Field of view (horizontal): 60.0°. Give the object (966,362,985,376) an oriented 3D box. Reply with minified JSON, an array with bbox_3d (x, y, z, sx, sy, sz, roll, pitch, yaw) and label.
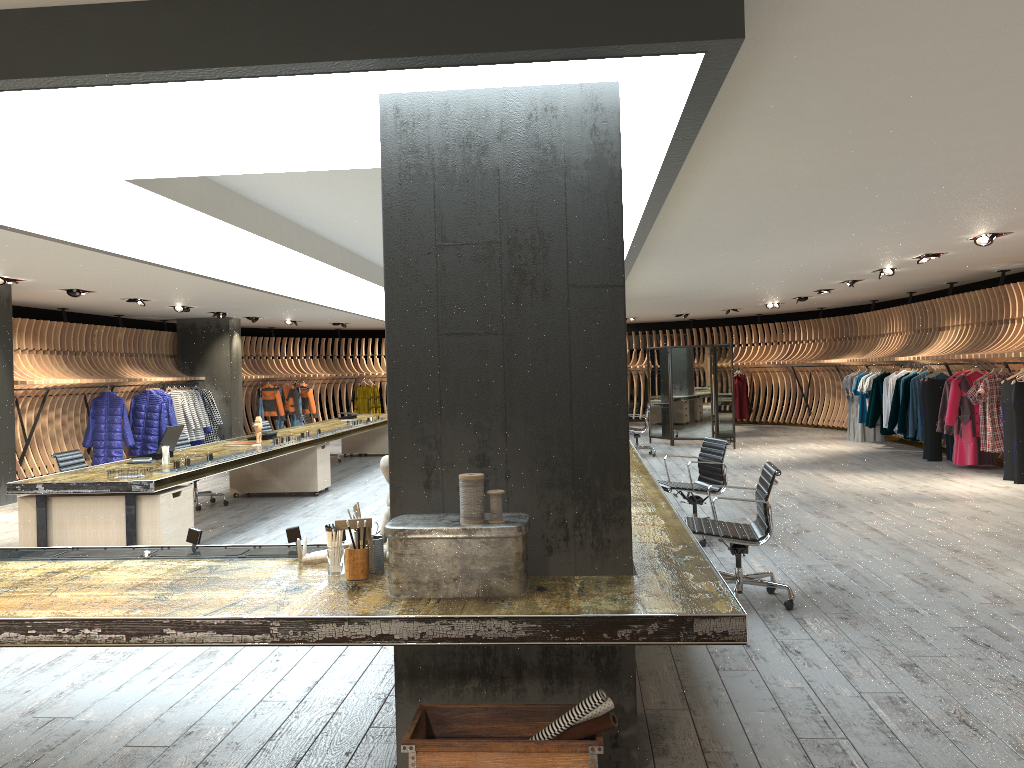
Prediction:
[{"bbox_3d":[6.301,-0.163,12.036,0.525,0.270,0.012,-1,0,15],"label":"object"}]

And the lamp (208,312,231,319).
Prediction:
[{"bbox_3d":[-5.638,-1.408,17.063,0.269,0.292,0.493,-2,1,5],"label":"lamp"}]

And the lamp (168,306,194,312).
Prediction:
[{"bbox_3d":[-5.763,-1.385,15.473,0.269,0.286,0.493,-2,1,5],"label":"lamp"}]

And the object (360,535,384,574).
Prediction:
[{"bbox_3d":[-0.545,0.652,3.392,0.108,0.128,0.108,-1,0,20],"label":"object"}]

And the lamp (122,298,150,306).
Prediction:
[{"bbox_3d":[-5.889,-1.356,13.883,0.269,0.294,0.493,-2,1,5],"label":"lamp"}]

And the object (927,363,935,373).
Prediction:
[{"bbox_3d":[6.403,-0.188,13.545,0.525,0.270,0.012,-1,0,15],"label":"object"}]

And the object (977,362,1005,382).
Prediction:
[{"bbox_3d":[6.228,-0.153,11.391,0.525,0.270,0.012,-2,0,5],"label":"object"}]

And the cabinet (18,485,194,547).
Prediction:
[{"bbox_3d":[-3.196,1.165,7.046,1.131,0.630,0.593,-2,0,5],"label":"cabinet"}]

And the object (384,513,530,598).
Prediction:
[{"bbox_3d":[-0.184,0.593,3.096,0.498,0.239,0.303,-2,0,5],"label":"object"}]

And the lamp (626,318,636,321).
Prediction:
[{"bbox_3d":[2.978,-1.723,22.731,0.492,0.292,0.269,-1,0,37],"label":"lamp"}]

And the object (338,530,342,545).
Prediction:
[{"bbox_3d":[-0.653,0.618,3.347,0.030,0.170,0.007,-2,0,-2],"label":"object"}]

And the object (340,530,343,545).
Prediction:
[{"bbox_3d":[-0.650,0.618,3.356,0.030,0.170,0.007,-1,0,-29],"label":"object"}]

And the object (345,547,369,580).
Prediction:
[{"bbox_3d":[-0.572,0.658,3.274,0.084,0.111,0.083,-2,0,-8],"label":"object"}]

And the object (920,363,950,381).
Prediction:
[{"bbox_3d":[6.386,-0.181,13.247,0.525,0.270,0.012,-1,0,30],"label":"object"}]

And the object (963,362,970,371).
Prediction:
[{"bbox_3d":[6.298,-0.167,12.283,0.525,0.270,0.012,-2,0,5],"label":"object"}]

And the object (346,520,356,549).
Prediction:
[{"bbox_3d":[-0.579,0.604,3.260,0.054,0.207,0.008,-2,0,-12],"label":"object"}]

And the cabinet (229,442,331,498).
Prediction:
[{"bbox_3d":[-2.964,1.098,11.380,1.131,0.630,0.593,-2,0,5],"label":"cabinet"}]

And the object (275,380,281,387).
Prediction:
[{"bbox_3d":[-5.641,0.022,21.368,0.023,0.243,0.549,-2,1,1],"label":"object"}]

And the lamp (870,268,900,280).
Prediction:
[{"bbox_3d":[5.268,-1.639,12.503,0.269,0.301,0.493,-2,1,5],"label":"lamp"}]

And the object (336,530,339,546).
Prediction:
[{"bbox_3d":[-0.661,0.619,3.341,0.030,0.170,0.007,-2,0,25],"label":"object"}]

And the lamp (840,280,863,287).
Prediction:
[{"bbox_3d":[5.393,-1.672,14.093,0.269,0.286,0.493,-2,1,5],"label":"lamp"}]

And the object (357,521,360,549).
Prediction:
[{"bbox_3d":[-0.562,0.604,3.255,0.008,0.207,0.054,-2,0,-8],"label":"object"}]

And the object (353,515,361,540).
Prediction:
[{"bbox_3d":[-0.575,0.605,3.389,0.009,0.222,0.082,-2,0,34],"label":"object"}]

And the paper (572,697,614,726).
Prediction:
[{"bbox_3d":[0.056,1.250,3.029,0.624,0.290,0.041,-2,0,-14],"label":"paper"}]

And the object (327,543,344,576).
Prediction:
[{"bbox_3d":[-0.668,0.664,3.360,0.061,0.111,0.061,-2,0,-7],"label":"object"}]

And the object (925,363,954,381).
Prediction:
[{"bbox_3d":[6.361,-0.178,13.068,0.525,0.270,0.012,-1,0,10],"label":"object"}]

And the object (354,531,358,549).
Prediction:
[{"bbox_3d":[-0.578,0.627,3.305,0.018,0.158,0.011,-2,0,22],"label":"object"}]

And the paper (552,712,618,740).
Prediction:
[{"bbox_3d":[0.012,1.252,3.008,0.723,0.365,0.047,-1,0,24],"label":"paper"}]

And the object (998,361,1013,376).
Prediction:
[{"bbox_3d":[6.206,-0.142,11.179,0.524,0.286,0.015,-2,0,-11],"label":"object"}]

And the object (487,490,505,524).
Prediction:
[{"bbox_3d":[-0.054,0.417,3.020,0.062,0.109,0.062,-2,0,-25],"label":"object"}]

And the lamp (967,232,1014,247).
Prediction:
[{"bbox_3d":[5.016,-1.596,9.324,0.269,0.284,0.493,-2,1,5],"label":"lamp"}]

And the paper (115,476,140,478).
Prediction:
[{"bbox_3d":[-2.971,0.720,6.901,0.176,0.004,0.130,-1,1,11],"label":"paper"}]

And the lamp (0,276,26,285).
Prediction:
[{"bbox_3d":[-6.140,-1.303,10.703,0.269,0.296,0.493,-2,1,5],"label":"lamp"}]

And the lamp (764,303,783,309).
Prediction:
[{"bbox_3d":[5.558,-1.742,18.864,0.269,0.287,0.492,-2,1,-15],"label":"lamp"}]

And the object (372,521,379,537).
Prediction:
[{"bbox_3d":[-0.536,0.612,3.380,0.081,0.198,0.050,-2,0,30],"label":"object"}]

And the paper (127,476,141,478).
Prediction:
[{"bbox_3d":[-2.971,0.721,6.901,0.176,0.004,0.130,-1,1,7],"label":"paper"}]

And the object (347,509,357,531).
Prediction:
[{"bbox_3d":[-0.587,0.595,3.395,0.084,0.240,0.009,-2,0,-18],"label":"object"}]

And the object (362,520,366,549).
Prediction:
[{"bbox_3d":[-0.546,0.603,3.266,0.008,0.207,0.054,-1,0,-30],"label":"object"}]

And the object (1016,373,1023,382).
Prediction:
[{"bbox_3d":[6.139,-0.149,10.248,0.549,0.243,0.023,-1,0,41],"label":"object"}]

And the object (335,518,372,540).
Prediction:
[{"bbox_3d":[-0.596,0.611,3.342,0.138,0.209,0.034,-2,0,-15],"label":"object"}]

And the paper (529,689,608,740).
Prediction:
[{"bbox_3d":[0.048,1.224,2.970,0.572,0.460,0.043,-1,0,22],"label":"paper"}]

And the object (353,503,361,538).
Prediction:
[{"bbox_3d":[-0.574,0.583,3.379,0.062,0.264,0.012,-1,0,-43],"label":"object"}]

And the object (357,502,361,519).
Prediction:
[{"bbox_3d":[-0.569,0.579,3.379,0.008,0.267,0.060,-2,0,21],"label":"object"}]

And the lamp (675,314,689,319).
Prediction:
[{"bbox_3d":[4.174,-1.741,21.688,0.269,0.294,0.492,-2,1,-40],"label":"lamp"}]

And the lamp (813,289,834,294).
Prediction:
[{"bbox_3d":[5.519,-1.693,15.683,0.269,0.294,0.493,-2,1,5],"label":"lamp"}]

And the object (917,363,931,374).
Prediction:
[{"bbox_3d":[6.445,-0.192,13.866,0.525,0.270,0.012,-2,0,5],"label":"object"}]

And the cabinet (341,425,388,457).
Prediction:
[{"bbox_3d":[-2.556,1.014,16.570,1.131,0.630,0.593,-2,0,5],"label":"cabinet"}]

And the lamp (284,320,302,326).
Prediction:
[{"bbox_3d":[-5.012,-1.466,20.169,0.269,0.296,0.493,-1,1,24],"label":"lamp"}]

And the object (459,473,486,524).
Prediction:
[{"bbox_3d":[-0.131,0.412,3.131,0.088,0.204,0.262,-2,0,3],"label":"object"}]

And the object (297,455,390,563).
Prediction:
[{"bbox_3d":[-0.650,0.509,3.597,0.431,0.429,0.195,-2,0,0],"label":"object"}]

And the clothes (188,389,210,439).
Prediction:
[{"bbox_3d":[-6.358,0.627,17.610,0.752,1.062,0.128,-2,0,3],"label":"clothes"}]

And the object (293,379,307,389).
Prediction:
[{"bbox_3d":[-5.338,0.007,21.879,0.549,0.243,0.023,-2,0,-19],"label":"object"}]

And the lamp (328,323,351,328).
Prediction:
[{"bbox_3d":[-4.183,-1.510,21.521,0.269,0.293,0.493,-1,1,37],"label":"lamp"}]

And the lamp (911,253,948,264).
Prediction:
[{"bbox_3d":[5.142,-1.616,10.914,0.269,0.296,0.493,-2,1,5],"label":"lamp"}]

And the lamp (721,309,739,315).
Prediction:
[{"bbox_3d":[5.055,-1.747,20.369,0.269,0.292,0.492,-2,1,-28],"label":"lamp"}]

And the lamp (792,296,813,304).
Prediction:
[{"bbox_3d":[5.642,-1.721,17.273,0.269,0.291,0.493,-2,1,0],"label":"lamp"}]

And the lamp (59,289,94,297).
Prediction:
[{"bbox_3d":[-6.015,-1.331,12.293,0.269,0.292,0.493,-2,1,5],"label":"lamp"}]

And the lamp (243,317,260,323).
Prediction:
[{"bbox_3d":[-5.453,-1.435,18.645,0.269,0.292,0.493,-2,1,11],"label":"lamp"}]

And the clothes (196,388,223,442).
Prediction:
[{"bbox_3d":[-6.305,0.673,18.160,0.799,1.185,0.191,-2,0,5],"label":"clothes"}]

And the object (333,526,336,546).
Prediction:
[{"bbox_3d":[-0.671,0.619,3.338,0.007,0.170,0.030,-1,0,-38],"label":"object"}]
